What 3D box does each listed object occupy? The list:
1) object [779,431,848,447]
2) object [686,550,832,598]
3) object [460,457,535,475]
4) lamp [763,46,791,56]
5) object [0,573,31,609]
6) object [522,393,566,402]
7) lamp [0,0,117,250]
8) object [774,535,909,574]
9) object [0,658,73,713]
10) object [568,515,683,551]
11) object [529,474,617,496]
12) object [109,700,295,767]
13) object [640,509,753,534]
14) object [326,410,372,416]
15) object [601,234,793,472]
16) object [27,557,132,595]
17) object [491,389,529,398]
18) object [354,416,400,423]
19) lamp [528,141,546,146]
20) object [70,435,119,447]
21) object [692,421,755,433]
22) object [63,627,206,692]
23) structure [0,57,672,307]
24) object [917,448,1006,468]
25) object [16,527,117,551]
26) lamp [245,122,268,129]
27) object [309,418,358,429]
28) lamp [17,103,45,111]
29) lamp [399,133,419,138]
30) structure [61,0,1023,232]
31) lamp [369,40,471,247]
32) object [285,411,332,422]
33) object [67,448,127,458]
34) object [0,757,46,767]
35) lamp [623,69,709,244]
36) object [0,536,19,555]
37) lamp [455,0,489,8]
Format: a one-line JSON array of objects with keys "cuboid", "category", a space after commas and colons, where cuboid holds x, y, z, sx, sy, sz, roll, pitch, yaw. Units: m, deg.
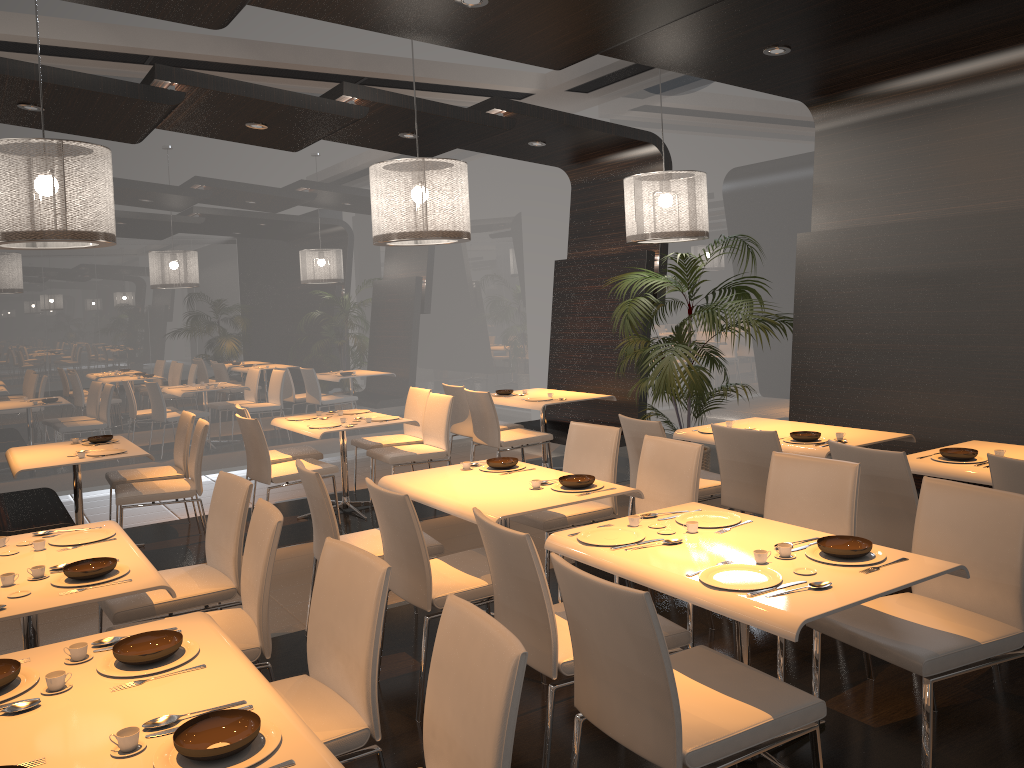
[{"cuboid": [1.680, 0.296, 4.936, 0.304, 0.044, 0.365, -6, 6, -33], "category": "object"}, {"cuboid": [0.746, 0.563, 2.633, 0.336, 0.038, 0.377, -7, 7, -38], "category": "object"}, {"cuboid": [-0.088, 0.417, 4.586, 0.304, 0.044, 0.365, -6, 6, -33], "category": "object"}, {"cuboid": [1.592, -2.018, 5.315, 0.162, 0.050, 0.161, -5, 6, -26], "category": "lamp"}, {"cuboid": [-1.718, 0.670, 2.793, 0.336, 0.038, 0.377, -7, 7, -38], "category": "object"}, {"cuboid": [0.296, 0.116, 7.610, 0.336, 0.038, 0.377, -7, 7, -38], "category": "object"}, {"cuboid": [-2.423, -1.674, 4.530, 0.627, 1.927, 0.627, -3, 1, -4], "category": "lamp"}, {"cuboid": [1.022, 0.528, 2.824, 0.304, 0.044, 0.365, -6, 6, -33], "category": "object"}, {"cuboid": [-1.223, 0.707, 2.097, 0.304, 0.044, 0.365, -6, 6, -33], "category": "object"}, {"cuboid": [0.418, 0.530, 3.152, 0.336, 0.038, 0.377, -7, 7, -38], "category": "object"}, {"cuboid": [0.258, 0.451, 4.037, 0.304, 0.044, 0.365, -6, 6, -33], "category": "object"}, {"cuboid": [-0.625, 0.709, 1.766, 0.304, 0.044, 0.365, -6, 6, -33], "category": "object"}, {"cuboid": [0.673, 0.500, 3.334, 0.336, 0.038, 0.377, -8, 7, -43], "category": "object"}, {"cuboid": [-1.370, 0.223, 7.352, 0.336, 0.038, 0.377, -8, 7, -43], "category": "object"}, {"cuboid": [1.459, -0.175, 7.040, 1.507, 2.057, 1.563, -4, 3, -19], "category": "object"}, {"cuboid": [-1.468, 0.634, 3.002, 0.304, 0.044, 0.365, -6, 6, -33], "category": "object"}, {"cuboid": [-0.029, 0.080, 8.136, 0.304, 0.044, 0.365, -6, 6, -33], "category": "object"}, {"cuboid": [-1.055, 0.257, 6.823, 0.336, 0.038, 0.377, -8, 7, -43], "category": "object"}, {"cuboid": [0.225, -2.181, 7.972, 0.161, 0.056, 0.161, -7, 6, -37], "category": "lamp"}, {"cuboid": [-2.966, 0.398, 6.295, 0.304, 0.044, 0.365, -6, 6, -33], "category": "object"}, {"cuboid": [1.334, 0.270, 5.429, 0.336, 0.038, 0.377, -7, 7, -38], "category": "object"}, {"cuboid": [-0.963, 0.680, 2.254, 0.304, 0.044, 0.365, -6, 6, -33], "category": "object"}, {"cuboid": [-1.426, -1.327, 6.911, 5.950, 1.725, 1.402, -6, 4, -32], "category": "structure"}, {"cuboid": [2.177, 0.339, 4.224, 0.304, 0.044, 0.365, -6, 6, -33], "category": "object"}, {"cuboid": [-1.784, 0.603, 3.538, 0.336, 0.038, 0.377, -8, 7, -43], "category": "object"}, {"cuboid": [-1.914, -1.948, 6.624, 0.161, 0.056, 0.161, -7, 6, -37], "category": "lamp"}, {"cuboid": [-1.324, 0.294, 6.569, 0.336, 0.038, 0.377, -7, 7, -38], "category": "object"}, {"cuboid": [-3.173, -1.838, 5.830, 0.160, 0.054, 0.160, -5, 5, -26], "category": "lamp"}, {"cuboid": [-0.853, -2.064, 7.293, 0.161, 0.056, 0.161, -7, 6, -37], "category": "lamp"}, {"cuboid": [-1.392, -0.919, 2.512, 10.691, 1.733, 2.903, -6, 5, -32], "category": "structure"}, {"cuboid": [-0.623, -1.870, 5.664, 0.627, 1.927, 0.627, -3, 1, -4], "category": "lamp"}, {"cuboid": [-1.623, 0.259, 7.099, 0.336, 0.038, 0.377, -7, 7, -38], "category": "object"}, {"cuboid": [-2.711, 0.438, 5.777, 0.336, 0.038, 0.377, -8, 7, -43], "category": "object"}, {"cuboid": [-0.903, 0.742, 1.566, 0.304, 0.044, 0.365, -6, 6, -33], "category": "object"}, {"cuboid": [1.148, -2.063, 6.782, 0.627, 1.927, 0.628, -3, 1, 0], "category": "lamp"}, {"cuboid": [-2.045, 0.637, 3.312, 0.336, 0.038, 0.377, -7, 7, -38], "category": "object"}, {"cuboid": [-0.192, -1.833, 4.190, 0.162, 0.050, 0.161, -5, 6, -26], "category": "lamp"}]
